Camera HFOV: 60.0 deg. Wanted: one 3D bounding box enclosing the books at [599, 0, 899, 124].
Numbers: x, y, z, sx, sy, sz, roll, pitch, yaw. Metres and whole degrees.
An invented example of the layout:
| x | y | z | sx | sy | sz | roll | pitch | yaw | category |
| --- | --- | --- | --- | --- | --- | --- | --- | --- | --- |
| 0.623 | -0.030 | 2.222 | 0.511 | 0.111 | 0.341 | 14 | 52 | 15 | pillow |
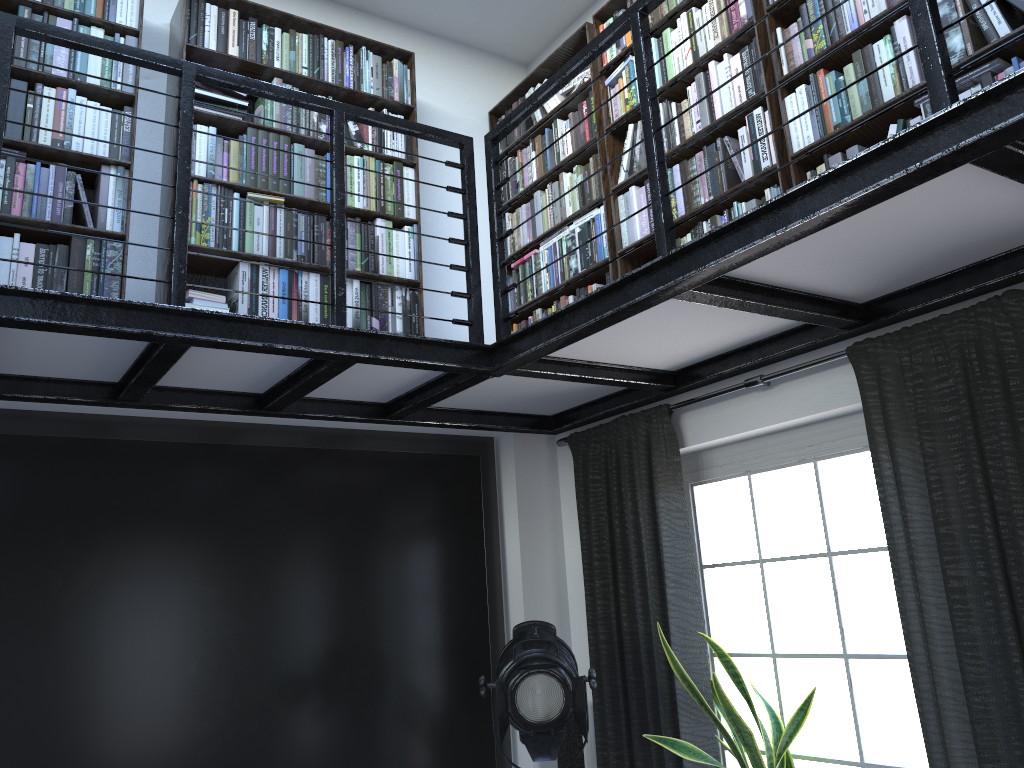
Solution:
| x | y | z | sx | sy | sz | roll | pitch | yaw | category |
| --- | --- | --- | --- | --- | --- | --- | --- | --- | --- |
| 1.208 | -1.521 | 2.860 | 0.213 | 0.836 | 2.615 | 7 | -18 | -33 | books |

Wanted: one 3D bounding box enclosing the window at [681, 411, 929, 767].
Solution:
| x | y | z | sx | sy | sz | roll | pitch | yaw | category |
| --- | --- | --- | --- | --- | --- | --- | --- | --- | --- |
| 1.054 | 0.961 | 3.166 | 0.133 | 1.622 | 1.157 | 7 | -19 | -33 | window |

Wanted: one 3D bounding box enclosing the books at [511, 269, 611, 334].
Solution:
| x | y | z | sx | sy | sz | roll | pitch | yaw | category |
| --- | --- | --- | --- | --- | --- | --- | --- | --- | --- |
| 0.803 | -1.286 | 2.526 | 1.283 | 1.443 | 4.398 | 6 | -17 | -31 | books |

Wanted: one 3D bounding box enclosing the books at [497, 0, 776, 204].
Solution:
| x | y | z | sx | sy | sz | roll | pitch | yaw | category |
| --- | --- | --- | --- | --- | --- | --- | --- | --- | --- |
| 1.218 | -1.235 | 2.768 | 0.241 | 1.410 | 4.405 | 7 | -18 | -32 | books |

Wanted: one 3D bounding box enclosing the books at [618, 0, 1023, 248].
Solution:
| x | y | z | sx | sy | sz | roll | pitch | yaw | category |
| --- | --- | --- | --- | --- | --- | --- | --- | --- | --- |
| 1.443 | -1.187 | 2.440 | 0.240 | 1.133 | 3.364 | 7 | -18 | -33 | books |

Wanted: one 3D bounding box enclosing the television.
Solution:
| x | y | z | sx | sy | sz | roll | pitch | yaw | category |
| --- | --- | --- | --- | --- | --- | --- | --- | --- | --- |
| -1.408 | 1.292 | 3.055 | 3.346 | 2.452 | 0.115 | 6 | -19 | -32 | television |

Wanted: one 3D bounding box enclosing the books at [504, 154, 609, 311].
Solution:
| x | y | z | sx | sy | sz | roll | pitch | yaw | category |
| --- | --- | --- | --- | --- | --- | --- | --- | --- | --- |
| 1.221 | -1.246 | 2.772 | 0.226 | 1.426 | 4.400 | 7 | -18 | -33 | books |

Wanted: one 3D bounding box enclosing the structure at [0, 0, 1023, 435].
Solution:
| x | y | z | sx | sy | sz | roll | pitch | yaw | category |
| --- | --- | --- | --- | --- | --- | --- | --- | --- | --- |
| -0.458 | 0.263 | 1.143 | 4.606 | 3.388 | 4.452 | 6 | -18 | -33 | structure |

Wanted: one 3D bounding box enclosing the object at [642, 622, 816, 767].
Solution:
| x | y | z | sx | sy | sz | roll | pitch | yaw | category |
| --- | --- | --- | --- | --- | --- | --- | --- | --- | --- |
| 0.719 | 1.318 | 3.145 | 0.525 | 0.949 | 0.548 | 3 | -17 | -22 | object |

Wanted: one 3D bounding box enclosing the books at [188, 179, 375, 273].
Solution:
| x | y | z | sx | sy | sz | roll | pitch | yaw | category |
| --- | --- | --- | --- | --- | --- | --- | --- | --- | --- |
| 0.199 | -1.350 | 2.085 | 1.167 | 1.418 | 4.348 | 6 | -18 | -33 | books |

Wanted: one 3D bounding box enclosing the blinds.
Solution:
| x | y | z | sx | sy | sz | roll | pitch | yaw | category |
| --- | --- | --- | --- | --- | --- | --- | --- | --- | --- |
| 1.002 | 1.089 | 2.828 | 0.125 | 2.410 | 2.487 | 7 | -18 | -32 | blinds |

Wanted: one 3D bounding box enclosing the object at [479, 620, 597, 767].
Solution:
| x | y | z | sx | sy | sz | roll | pitch | yaw | category |
| --- | --- | --- | --- | --- | --- | --- | --- | --- | --- |
| 0.987 | 1.401 | 2.338 | 2.890 | 1.594 | 0.750 | -16 | -20 | 38 | object |

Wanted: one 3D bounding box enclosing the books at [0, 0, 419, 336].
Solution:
| x | y | z | sx | sy | sz | roll | pitch | yaw | category |
| --- | --- | --- | --- | --- | --- | --- | --- | --- | --- |
| -0.262 | -1.390 | 1.810 | 2.201 | 1.423 | 4.342 | 6 | -17 | -33 | books |

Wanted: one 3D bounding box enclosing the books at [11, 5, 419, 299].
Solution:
| x | y | z | sx | sy | sz | roll | pitch | yaw | category |
| --- | --- | --- | --- | --- | --- | --- | --- | --- | --- |
| -0.005 | -1.234 | 1.943 | 1.595 | 1.151 | 4.301 | 6 | -17 | -33 | books |

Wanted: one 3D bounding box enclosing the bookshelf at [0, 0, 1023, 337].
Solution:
| x | y | z | sx | sy | sz | roll | pitch | yaw | category |
| --- | --- | --- | --- | --- | --- | --- | --- | --- | --- |
| 0.081 | -1.288 | 2.014 | 3.082 | 1.633 | 4.439 | 6 | -17 | -33 | bookshelf |

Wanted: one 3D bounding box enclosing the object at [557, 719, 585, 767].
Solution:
| x | y | z | sx | sy | sz | roll | pitch | yaw | category |
| --- | --- | --- | --- | --- | --- | --- | --- | --- | --- |
| 0.258 | 1.961 | 3.635 | 0.157 | 1.233 | 0.156 | 2 | -17 | -18 | object |

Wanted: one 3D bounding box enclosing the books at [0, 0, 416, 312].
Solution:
| x | y | z | sx | sy | sz | roll | pitch | yaw | category |
| --- | --- | --- | --- | --- | --- | --- | --- | --- | --- |
| -1.417 | -0.908 | 3.467 | 2.202 | 1.437 | 0.312 | 6 | -19 | -32 | books |
